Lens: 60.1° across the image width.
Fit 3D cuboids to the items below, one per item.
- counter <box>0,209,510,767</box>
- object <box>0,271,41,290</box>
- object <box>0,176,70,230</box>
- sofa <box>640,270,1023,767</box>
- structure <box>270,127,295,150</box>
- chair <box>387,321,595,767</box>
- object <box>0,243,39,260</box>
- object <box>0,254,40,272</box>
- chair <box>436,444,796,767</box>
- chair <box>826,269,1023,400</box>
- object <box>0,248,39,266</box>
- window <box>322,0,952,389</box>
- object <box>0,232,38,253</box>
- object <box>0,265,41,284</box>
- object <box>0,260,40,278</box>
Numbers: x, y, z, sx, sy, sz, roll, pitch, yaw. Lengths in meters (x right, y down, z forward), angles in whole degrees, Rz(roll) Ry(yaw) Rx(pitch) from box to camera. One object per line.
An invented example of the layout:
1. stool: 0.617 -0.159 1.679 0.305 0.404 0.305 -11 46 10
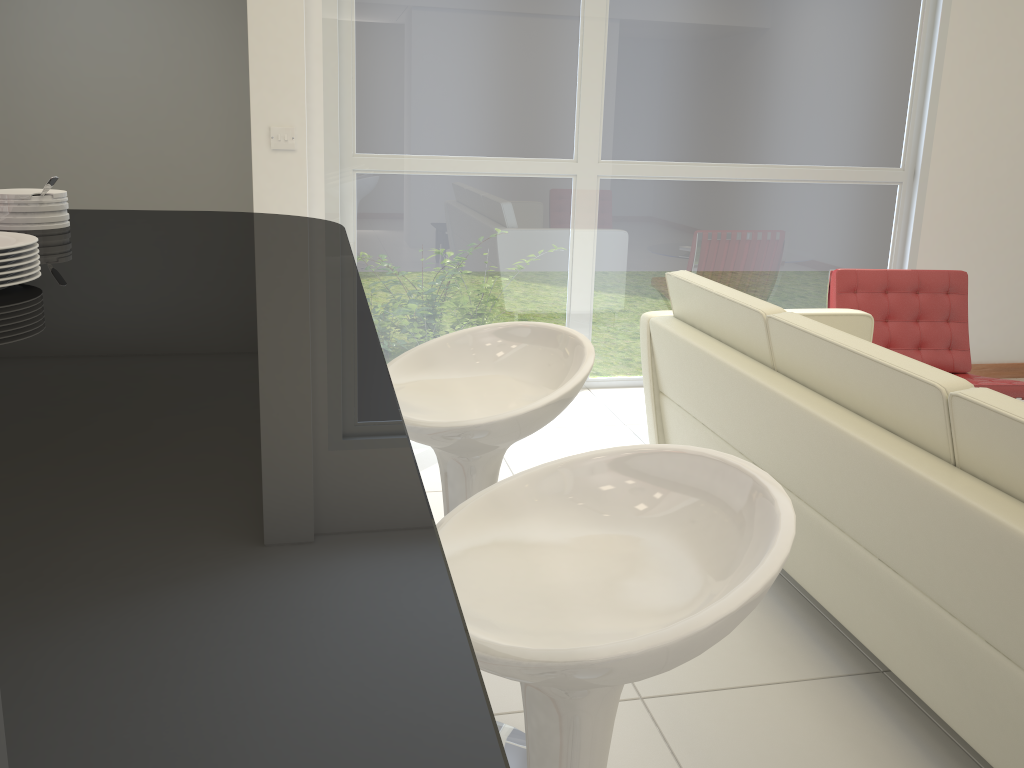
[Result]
1. counter: -0.448 0.027 0.605 0.735 0.019 3.005 -2 16 -12
2. object: -0.668 -0.118 1.035 0.211 0.015 0.212 11 18 30
3. object: -0.889 -0.335 1.614 0.140 0.096 0.175 -3 16 -19
4. sofa: 1.246 0.322 2.420 1.001 0.910 2.600 -1 16 -12
5. structure: -1.098 -1.177 4.240 0.114 0.103 0.013 -1 13 -12
6. chair: -0.088 0.402 1.839 0.465 1.008 0.462 -5 15 -26
7. object: -0.667 -0.152 1.028 0.211 0.015 0.212 11 18 30
8. object: -0.668 -0.139 1.031 0.211 0.015 0.212 11 18 30
9. chair: 0.071 0.606 1.143 0.464 1.008 0.463 2 13 -2
10. chair: 1.925 -0.095 4.174 0.700 0.806 0.716 0 14 -7
11. object: -0.668 -0.145 1.029 0.211 0.015 0.212 11 18 30
12. window: 0.733 -1.283 4.800 3.433 2.680 0.123 -1 13 -12
13. object: -0.667 -0.159 1.026 0.211 0.015 0.212 11 18 30
14. object: -0.668 -0.125 1.034 0.211 0.015 0.212 11 18 30
15. object: -0.668 -0.132 1.032 0.211 0.015 0.212 11 18 30
